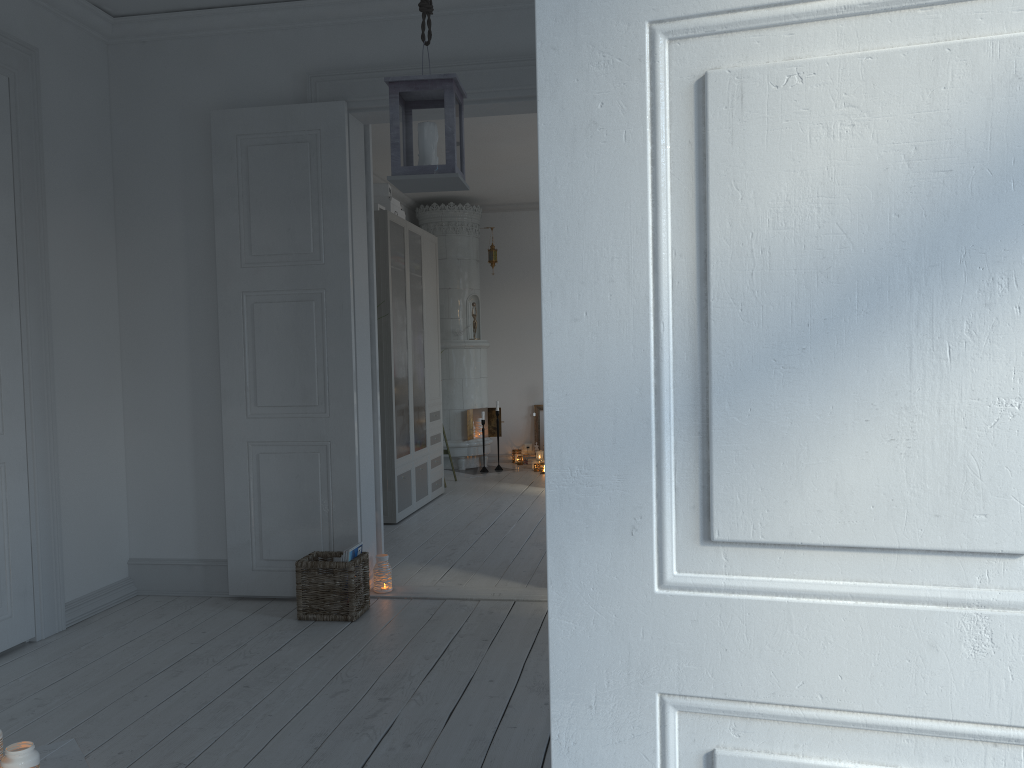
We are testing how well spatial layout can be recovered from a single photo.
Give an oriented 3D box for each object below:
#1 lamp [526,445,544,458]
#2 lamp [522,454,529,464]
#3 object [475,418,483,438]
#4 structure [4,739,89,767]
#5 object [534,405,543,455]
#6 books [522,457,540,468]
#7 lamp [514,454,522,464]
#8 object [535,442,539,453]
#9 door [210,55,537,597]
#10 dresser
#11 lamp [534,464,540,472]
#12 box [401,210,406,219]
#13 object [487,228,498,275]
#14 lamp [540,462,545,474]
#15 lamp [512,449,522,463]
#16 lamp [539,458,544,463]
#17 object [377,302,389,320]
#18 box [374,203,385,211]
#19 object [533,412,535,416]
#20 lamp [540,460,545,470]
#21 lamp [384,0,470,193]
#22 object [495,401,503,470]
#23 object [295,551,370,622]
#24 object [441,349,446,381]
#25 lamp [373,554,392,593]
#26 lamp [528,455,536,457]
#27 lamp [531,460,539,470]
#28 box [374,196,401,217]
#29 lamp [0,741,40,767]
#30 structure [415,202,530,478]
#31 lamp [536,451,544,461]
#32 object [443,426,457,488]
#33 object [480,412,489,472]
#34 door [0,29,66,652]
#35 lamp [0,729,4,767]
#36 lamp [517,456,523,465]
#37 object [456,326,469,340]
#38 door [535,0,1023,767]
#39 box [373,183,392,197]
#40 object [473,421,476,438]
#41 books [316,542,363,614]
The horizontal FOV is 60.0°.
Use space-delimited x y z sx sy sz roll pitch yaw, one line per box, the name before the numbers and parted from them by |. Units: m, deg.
lamp | 0.425 0.398 9.368 0.825 0.937 0.450 0 3 27
lamp | 0.152 0.816 9.613 0.080 0.099 0.080 -2 2 -20
object | -0.347 0.464 9.380 0.098 0.210 0.098 -1 2 8
structure | -1.651 -0.211 1.985 1.247 2.830 0.800 -3 3 -36
object | 0.508 0.539 9.685 0.528 0.631 0.082 -1 3 9
books | 0.203 0.825 9.303 0.175 0.096 0.262 -1 2 4
lamp | 0.068 0.817 9.647 0.080 0.099 0.080 -2 2 -20
object | 0.276 0.641 9.706 0.062 0.221 0.028 -1 3 4
door | -0.092 -0.231 4.239 2.599 2.507 0.577 -1 3 9
dresser | -1.012 -0.129 6.876 0.630 2.164 1.431 -1 2 9
lamp | 0.251 0.843 8.918 0.070 0.079 0.067 -3 3 -39
box | -0.980 -1.295 7.042 0.227 0.158 0.182 -1 2 14
object | -0.207 -1.407 9.440 0.117 0.506 0.105 -2 3 -17
lamp | 0.319 0.832 8.770 0.081 0.106 0.081 -2 2 -14
lamp | 0.055 0.793 9.745 0.107 0.141 0.107 -2 2 -18
lamp | 0.308 0.817 9.450 0.080 0.099 0.080 -2 2 -20
object | -1.178 0.223 5.851 1.043 1.555 0.288 1 3 39
box | -1.064 -1.253 6.519 0.223 0.107 0.180 -1 2 9
object | 0.243 0.288 9.725 0.024 0.127 0.023 -2 3 -7
lamp | 0.326 0.829 9.004 0.080 0.099 0.080 1 3 43
lamp | -0.288 -1.526 2.843 0.228 1.763 0.228 -1 3 6
object | -0.143 0.525 9.103 0.091 0.719 0.091 0 3 18
object | -0.808 0.912 4.018 0.270 0.265 0.223 -1 2 9
object | -0.729 -0.105 8.361 0.333 0.499 0.300 -2 2 -8
lamp | -0.637 0.932 4.361 0.093 0.180 0.092 -2 2 -8
lamp | 0.215 0.816 9.552 0.080 0.099 0.080 -2 2 -20
lamp | 0.238 0.830 9.024 0.080 0.099 0.080 1 3 43
box | -1.021 -1.308 6.786 0.285 0.199 0.280 -1 2 9
lamp | -1.269 1.019 2.293 0.089 0.166 0.089 -1 2 11
structure | -0.481 -0.448 9.257 0.800 2.838 1.247 -3 3 -36
lamp | 0.282 0.731 9.011 0.080 0.099 0.080 -3 3 -38
object | -0.778 0.538 8.186 0.431 0.775 0.670 -1 2 9
object | -0.288 0.580 8.987 0.091 0.622 0.091 -2 3 -13
door | -2.261 -0.148 3.066 0.306 2.507 1.597 -1 2 9
lamp | -1.449 1.019 2.437 0.089 0.166 0.089 -1 2 8
lamp | 0.082 0.824 9.534 0.063 0.091 0.072 1 3 42
object | -0.501 -0.535 9.128 0.196 0.165 0.059 -3 3 -36
door | -0.568 -0.136 1.265 2.599 2.507 0.577 -1 3 9
box | -1.039 -1.458 6.756 0.225 0.107 0.180 -1 2 -1
object | -0.430 0.484 9.303 0.093 0.180 0.092 -1 3 13
books | -0.796 0.879 4.013 0.201 0.300 0.179 -1 2 9
